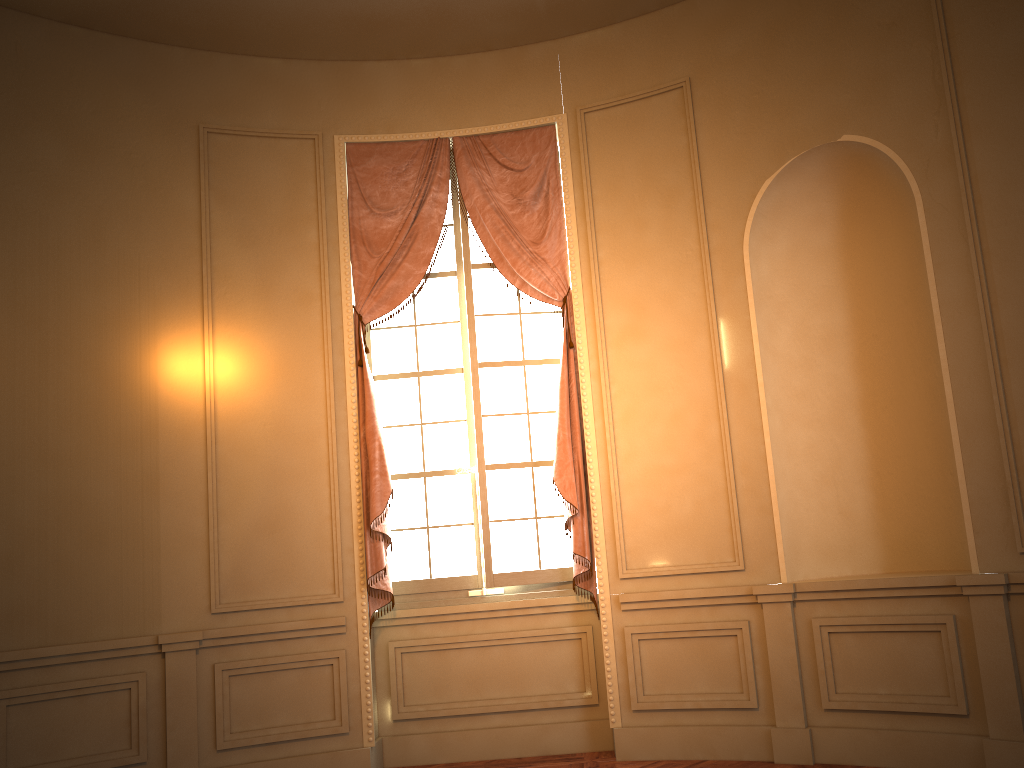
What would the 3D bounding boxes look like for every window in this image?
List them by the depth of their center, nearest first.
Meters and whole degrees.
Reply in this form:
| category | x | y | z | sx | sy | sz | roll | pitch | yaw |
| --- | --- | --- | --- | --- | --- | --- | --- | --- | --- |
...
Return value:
| category | x | y | z | sx | sy | sz | roll | pitch | yaw |
| --- | --- | --- | --- | --- | --- | --- | --- | --- | --- |
| window | -0.255 | -0.106 | 5.406 | 1.307 | 2.819 | 0.154 | -5 | -9 | 2 |

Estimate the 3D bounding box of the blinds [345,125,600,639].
| category | x | y | z | sx | sy | sz | roll | pitch | yaw |
| --- | --- | --- | --- | --- | --- | --- | --- | --- | --- |
| blinds | -0.259 | -0.084 | 5.170 | 1.331 | 2.958 | 0.288 | -5 | -9 | 1 |
